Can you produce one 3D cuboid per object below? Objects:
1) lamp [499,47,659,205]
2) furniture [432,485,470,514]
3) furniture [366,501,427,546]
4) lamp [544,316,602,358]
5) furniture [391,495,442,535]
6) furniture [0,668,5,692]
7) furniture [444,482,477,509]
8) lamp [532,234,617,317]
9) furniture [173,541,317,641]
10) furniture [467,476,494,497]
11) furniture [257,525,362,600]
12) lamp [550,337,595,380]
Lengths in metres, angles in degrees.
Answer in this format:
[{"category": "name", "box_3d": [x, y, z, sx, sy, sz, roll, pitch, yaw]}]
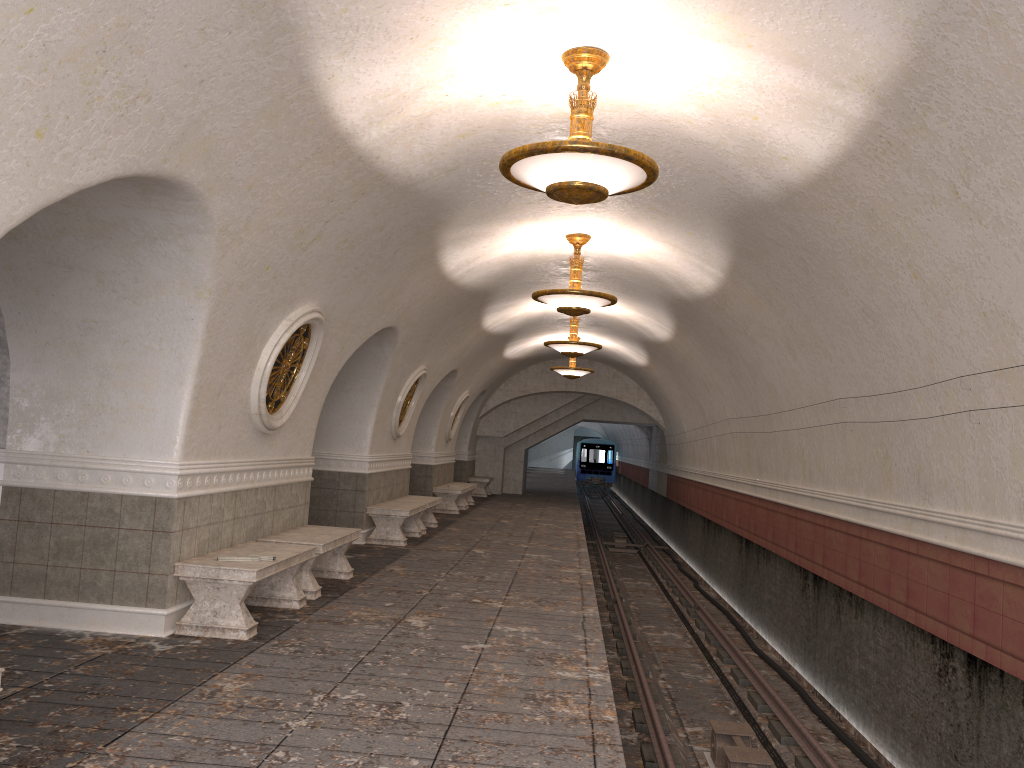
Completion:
[{"category": "lamp", "box_3d": [0.438, -1.610, 5.637, 1.008, 0.955, 1.008, 5, -4, -12]}, {"category": "furniture", "box_3d": [-1.305, 2.463, 18.971, 0.613, 0.508, 1.509, 4, -4, 4]}, {"category": "furniture", "box_3d": [-1.691, 2.036, 13.036, 0.613, 0.508, 1.509, 4, -4, 4]}, {"category": "lamp", "box_3d": [1.064, -0.918, 15.250, 1.008, 0.955, 1.008, 2, -4, 20]}, {"category": "furniture", "box_3d": [-1.582, 2.157, 14.710, 0.613, 0.508, 1.509, 4, -4, 4]}, {"category": "furniture", "box_3d": [-2.362, 1.296, 2.737, 0.613, 0.508, 1.509, 4, -4, 4]}, {"category": "furniture", "box_3d": [-1.196, 2.583, 20.645, 0.613, 0.508, 1.509, 4, -4, 4]}, {"category": "lamp", "box_3d": [0.751, -1.264, 10.444, 1.008, 0.955, 1.008, 2, -4, 20]}, {"category": "furniture", "box_3d": [-2.081, 1.605, 7.044, 0.613, 0.508, 1.509, 4, -4, 4]}, {"category": "furniture", "box_3d": [-0.896, 2.914, 25.244, 0.613, 0.508, 1.509, 4, -4, 4]}, {"category": "furniture", "box_3d": [-1.972, 1.726, 8.717, 0.613, 0.508, 1.509, 4, -4, 4]}, {"category": "lamp", "box_3d": [1.377, -0.573, 20.057, 1.008, 0.955, 1.008, 7, -5, -40]}]
